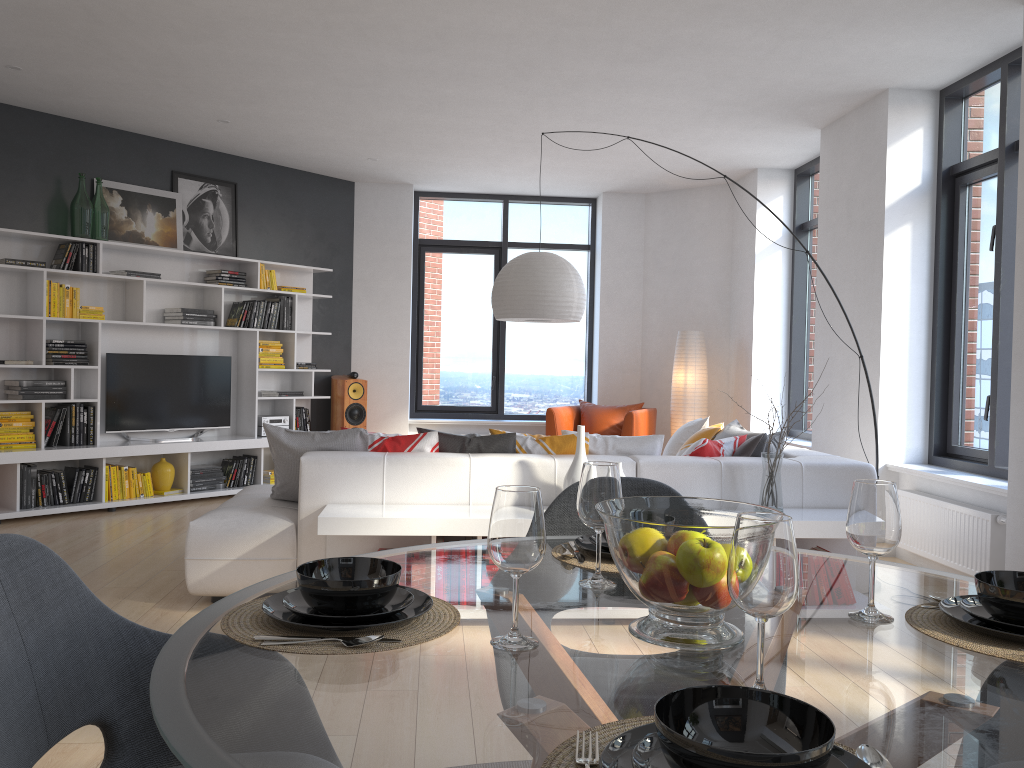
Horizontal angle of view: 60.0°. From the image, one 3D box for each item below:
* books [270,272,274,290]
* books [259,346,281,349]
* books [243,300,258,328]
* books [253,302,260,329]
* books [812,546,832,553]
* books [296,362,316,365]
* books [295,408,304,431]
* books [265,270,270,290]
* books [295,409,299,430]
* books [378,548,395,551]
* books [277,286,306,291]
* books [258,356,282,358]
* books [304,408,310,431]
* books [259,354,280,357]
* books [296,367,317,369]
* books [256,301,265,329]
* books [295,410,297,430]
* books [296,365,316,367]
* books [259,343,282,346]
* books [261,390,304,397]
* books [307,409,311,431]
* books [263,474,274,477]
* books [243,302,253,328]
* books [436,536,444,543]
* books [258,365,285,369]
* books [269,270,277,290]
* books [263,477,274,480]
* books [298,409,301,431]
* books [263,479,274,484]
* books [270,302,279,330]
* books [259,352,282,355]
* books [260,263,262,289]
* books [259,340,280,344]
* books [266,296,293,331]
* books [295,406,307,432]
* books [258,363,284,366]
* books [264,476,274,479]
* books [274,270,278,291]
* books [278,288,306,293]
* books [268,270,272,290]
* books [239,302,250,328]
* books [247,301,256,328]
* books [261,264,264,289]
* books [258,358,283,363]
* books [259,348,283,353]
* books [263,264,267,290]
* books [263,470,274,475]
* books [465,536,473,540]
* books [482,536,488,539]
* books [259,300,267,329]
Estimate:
[{"bbox_3d":[-2.180,-0.916,7.936,0.108,0.161,0.046,2,1,39],"label":"books"},{"bbox_3d":[-2.235,-0.333,8.047,0.227,0.022,0.160,1,1,-34],"label":"books"},{"bbox_3d":[-2.339,-0.615,7.854,0.192,0.254,0.075,2,1,39],"label":"books"},{"bbox_3d":[-2.317,-0.608,7.871,0.179,0.243,0.068,2,1,39],"label":"books"},{"bbox_3d":[1.516,0.913,4.208,0.116,0.255,0.198,1,1,-5],"label":"books"},{"bbox_3d":[-1.966,-0.189,8.298,0.161,0.023,0.213,2,1,43],"label":"books"},{"bbox_3d":[-2.005,0.344,8.260,0.169,0.242,0.050,2,1,39],"label":"books"},{"bbox_3d":[-2.219,-0.927,7.918,0.132,0.180,0.054,2,1,40],"label":"books"},{"bbox_3d":[-2.046,0.346,8.234,0.189,0.240,0.053,2,1,40],"label":"books"},{"bbox_3d":[-0.520,0.787,4.080,0.206,0.029,0.152,1,1,1],"label":"books"},{"bbox_3d":[-2.067,-0.878,8.172,0.203,0.024,0.257,2,1,43],"label":"books"},{"bbox_3d":[-2.243,-0.242,8.045,0.189,0.014,0.251,2,1,43],"label":"books"},{"bbox_3d":[-1.970,0.344,8.307,0.177,0.242,0.066,2,1,40],"label":"books"},{"bbox_3d":[-2.234,-0.259,8.025,0.145,0.023,0.217,2,2,44],"label":"books"},{"bbox_3d":[-1.954,-0.150,8.286,0.161,0.023,0.213,2,1,43],"label":"books"},{"bbox_3d":[-2.296,-0.613,7.903,0.191,0.249,0.084,2,1,40],"label":"books"},{"bbox_3d":[-2.069,0.330,8.212,0.202,0.268,0.053,2,1,40],"label":"books"},{"bbox_3d":[-1.957,-0.169,8.286,0.142,0.015,0.198,2,1,38],"label":"books"},{"bbox_3d":[-2.227,-0.356,8.050,0.163,0.023,0.223,2,1,44],"label":"books"},{"bbox_3d":[-2.118,0.087,8.173,0.250,0.047,0.310,2,1,35],"label":"books"},{"bbox_3d":[-1.973,0.347,8.354,0.179,0.233,0.077,2,1,40],"label":"books"},{"bbox_3d":[-2.143,0.817,8.008,0.134,0.014,0.187,2,1,40],"label":"books"},{"bbox_3d":[-2.366,-0.604,7.802,0.169,0.233,0.081,2,1,39],"label":"books"},{"bbox_3d":[-0.333,0.856,4.058,0.036,0.294,0.208,1,1,-5],"label":"books"},{"bbox_3d":[-2.222,-0.154,8.033,0.257,0.028,0.194,0,2,-45],"label":"books"},{"bbox_3d":[-2.176,-0.929,7.963,0.141,0.184,0.064,2,1,41],"label":"books"},{"bbox_3d":[-2.148,0.846,8.011,0.148,0.011,0.196,2,1,40],"label":"books"},{"bbox_3d":[-2.025,0.347,8.248,0.170,0.236,0.049,2,1,40],"label":"books"},{"bbox_3d":[-2.145,0.869,8.008,0.147,0.033,0.190,2,1,40],"label":"books"},{"bbox_3d":[-2.203,-0.613,8.010,0.191,0.249,0.084,2,1,40],"label":"books"},{"bbox_3d":[-2.239,-0.280,8.045,0.171,0.019,0.239,2,1,40],"label":"books"},{"bbox_3d":[-2.269,-0.951,7.849,0.161,0.229,0.041,2,1,39],"label":"books"},{"bbox_3d":[-2.249,-0.380,8.057,0.163,0.023,0.223,2,1,44],"label":"books"},{"bbox_3d":[-2.140,-0.643,8.129,0.259,0.321,0.128,2,1,40],"label":"books"},{"bbox_3d":[-1.995,0.338,8.289,0.193,0.255,0.066,2,1,39],"label":"books"},{"bbox_3d":[-2.230,-0.180,8.035,0.203,0.024,0.257,2,1,43],"label":"books"},{"bbox_3d":[-2.136,0.833,7.994,0.113,0.018,0.169,2,1,41],"label":"books"},{"bbox_3d":[-2.168,-0.930,7.986,0.142,0.184,0.044,2,1,41],"label":"books"},{"bbox_3d":[-2.059,-0.852,8.169,0.257,0.028,0.194,0,2,-45],"label":"books"},{"bbox_3d":[-2.201,-0.926,7.929,0.128,0.178,0.044,2,1,40],"label":"books"},{"bbox_3d":[-2.396,-0.604,7.787,0.187,0.234,0.096,2,1,40],"label":"books"},{"bbox_3d":[-2.334,-0.607,7.820,0.172,0.242,0.069,2,1,41],"label":"books"},{"bbox_3d":[-2.268,-0.950,7.879,0.163,0.224,0.041,2,1,38],"label":"books"},{"bbox_3d":[-2.232,-0.213,8.039,0.189,0.042,0.243,2,1,40],"label":"books"},{"bbox_3d":[-2.230,-0.305,8.051,0.176,0.033,0.239,2,1,43],"label":"books"},{"bbox_3d":[-2.256,-0.950,7.908,0.164,0.224,0.054,2,1,39],"label":"books"},{"bbox_3d":[-2.155,0.797,8.013,0.138,0.026,0.186,2,1,40],"label":"books"},{"bbox_3d":[-0.192,0.859,4.069,0.049,0.291,0.214,1,1,-5],"label":"books"},{"bbox_3d":[-0.009,0.739,4.088,0.259,0.034,0.206,1,1,-8],"label":"books"},{"bbox_3d":[-2.275,-0.617,7.929,0.197,0.260,0.066,2,1,40],"label":"books"}]
